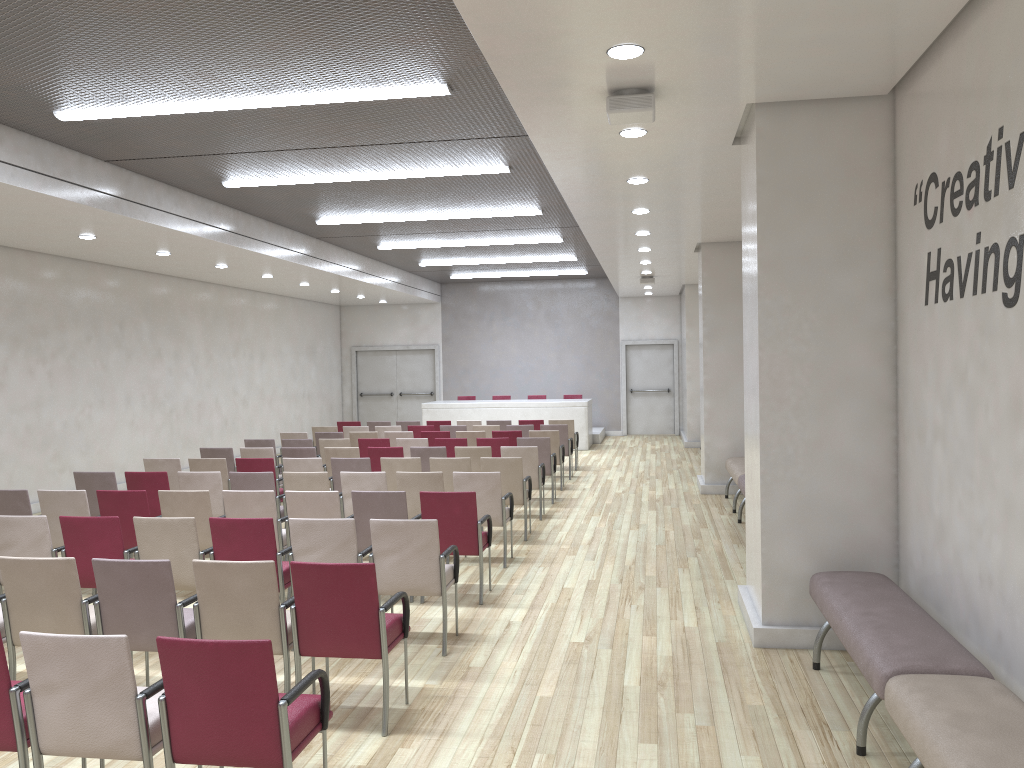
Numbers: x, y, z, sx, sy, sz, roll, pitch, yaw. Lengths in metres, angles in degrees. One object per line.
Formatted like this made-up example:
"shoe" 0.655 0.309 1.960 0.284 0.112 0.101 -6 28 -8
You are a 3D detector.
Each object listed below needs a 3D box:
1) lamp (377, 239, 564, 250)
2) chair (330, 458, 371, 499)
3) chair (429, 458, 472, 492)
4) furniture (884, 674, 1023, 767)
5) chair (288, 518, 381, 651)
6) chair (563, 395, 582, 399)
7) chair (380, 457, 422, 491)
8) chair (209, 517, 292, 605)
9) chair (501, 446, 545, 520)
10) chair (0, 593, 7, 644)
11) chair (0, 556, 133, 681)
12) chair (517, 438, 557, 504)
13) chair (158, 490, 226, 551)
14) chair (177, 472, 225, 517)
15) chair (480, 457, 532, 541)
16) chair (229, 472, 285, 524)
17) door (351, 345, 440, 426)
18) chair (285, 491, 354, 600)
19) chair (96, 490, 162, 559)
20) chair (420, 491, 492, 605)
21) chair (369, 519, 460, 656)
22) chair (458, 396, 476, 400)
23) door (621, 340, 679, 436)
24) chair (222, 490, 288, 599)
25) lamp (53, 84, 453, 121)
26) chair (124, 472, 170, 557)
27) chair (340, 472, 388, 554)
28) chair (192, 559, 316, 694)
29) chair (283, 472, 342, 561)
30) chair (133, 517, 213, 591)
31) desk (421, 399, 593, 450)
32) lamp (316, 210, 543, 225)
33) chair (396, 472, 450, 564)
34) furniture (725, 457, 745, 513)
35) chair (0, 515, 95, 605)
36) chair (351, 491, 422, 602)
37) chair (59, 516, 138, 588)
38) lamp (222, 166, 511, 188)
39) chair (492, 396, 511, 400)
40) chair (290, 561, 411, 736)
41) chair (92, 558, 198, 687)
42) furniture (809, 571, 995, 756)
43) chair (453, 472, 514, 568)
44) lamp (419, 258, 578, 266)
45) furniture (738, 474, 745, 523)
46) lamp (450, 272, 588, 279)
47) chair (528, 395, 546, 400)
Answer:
"lamp" -0.745 -2.445 15.539 3.304 0.045 0.198 -1 1 9
"chair" -1.687 1.233 9.860 0.513 0.890 0.640 -1 1 10
"chair" -0.607 1.217 9.681 0.513 0.890 0.640 -1 1 8
"furniture" 1.672 1.493 2.860 0.530 0.550 1.833 -1 1 9
"chair" -1.185 1.308 6.048 0.513 0.890 0.640 -1 1 8
"chair" 1.410 0.706 20.763 0.513 0.890 0.640 -1 1 8
"chair" -1.142 1.224 9.783 0.513 0.890 0.640 -1 1 9
"chair" -1.734 1.316 6.136 0.513 0.890 0.640 -1 1 9
"chair" 0.134 1.177 10.814 0.513 0.890 0.640 -1 1 8
"chair" -3.008 1.364 5.084 0.513 0.890 0.640 -1 1 10
"chair" -2.478 1.356 5.009 0.513 0.890 0.640 -1 1 8
"chair" 0.334 1.147 12.028 0.513 0.890 0.640 -1 1 9
"chair" -2.624 1.303 7.520 0.513 0.890 0.640 -1 1 9
"chair" -2.959 1.280 8.832 0.513 0.890 0.640 -1 1 9
"chair" -0.061 1.208 9.609 0.513 0.890 0.640 -1 1 9
"chair" -2.427 1.272 8.728 0.513 0.890 0.640 -1 1 9
"door" -3.051 0.203 23.437 2.373 2.400 0.200 -1 1 9
"chair" -1.538 1.286 7.344 0.513 0.890 0.640 -1 1 9
"chair" -3.166 1.311 7.600 0.513 0.890 0.640 -1 1 9
"chair" -0.444 1.269 7.161 0.513 0.890 0.640 -1 1 9
"chair" -0.642 1.300 5.957 0.513 0.890 0.640 -1 1 9
"chair" -1.131 0.745 21.174 0.513 0.890 0.640 -1 1 8
"door" 3.488 0.102 22.380 1.400 2.400 0.200 -1 1 9
"chair" -2.070 1.294 7.441 0.513 0.890 0.640 -1 1 10
"lamp" -2.108 -2.232 7.085 3.304 0.045 0.198 -1 1 9
"chair" -3.508 1.289 8.917 0.513 0.890 0.640 -1 1 9
"chair" -1.332 1.255 8.564 0.513 0.890 0.640 -1 1 10
"chair" -1.377 1.339 4.835 0.513 0.890 0.640 -1 1 8
"chair" -1.894 1.264 8.646 0.513 0.890 0.640 -1 1 9
"chair" -2.270 1.325 6.216 0.513 0.890 0.640 -1 1 9
"desk" -0.063 0.904 19.886 3.652 1.042 1.456 -1 1 9
"lamp" -1.204 -2.374 12.695 3.304 0.045 0.198 -1 1 9
"chair" -0.799 1.247 8.479 0.513 0.890 0.640 -1 1 10
"furniture" 3.040 1.279 11.347 0.530 0.550 1.833 -1 1 9
"chair" -3.352 1.341 6.404 0.513 0.890 0.640 -1 1 10
"chair" -0.993 1.277 7.267 0.513 0.890 0.640 -1 1 10
"chair" -2.812 1.333 6.309 0.513 0.890 0.640 -1 1 10
"lamp" -1.652 -2.303 9.911 3.304 0.045 0.198 -1 1 9
"chair" -0.284 0.732 21.037 0.513 0.890 0.640 -1 1 8
"chair" -0.846 1.330 4.744 0.513 0.890 0.640 -1 1 10
"chair" -1.927 1.347 4.910 0.513 0.890 0.640 -1 1 10
"furniture" 1.968 1.446 4.694 0.530 0.550 1.833 -1 1 9
"chair" -0.266 1.239 8.388 0.513 0.890 0.640 -1 1 10
"lamp" -0.299 -2.515 18.309 3.304 0.045 0.198 -1 1 9
"furniture" 2.744 1.325 9.513 0.530 0.550 1.833 -1 1 9
"lamp" 0.155 -2.586 21.123 3.304 0.045 0.198 -1 1 9
"chair" 0.563 0.719 20.900 0.513 0.890 0.640 -1 1 8
